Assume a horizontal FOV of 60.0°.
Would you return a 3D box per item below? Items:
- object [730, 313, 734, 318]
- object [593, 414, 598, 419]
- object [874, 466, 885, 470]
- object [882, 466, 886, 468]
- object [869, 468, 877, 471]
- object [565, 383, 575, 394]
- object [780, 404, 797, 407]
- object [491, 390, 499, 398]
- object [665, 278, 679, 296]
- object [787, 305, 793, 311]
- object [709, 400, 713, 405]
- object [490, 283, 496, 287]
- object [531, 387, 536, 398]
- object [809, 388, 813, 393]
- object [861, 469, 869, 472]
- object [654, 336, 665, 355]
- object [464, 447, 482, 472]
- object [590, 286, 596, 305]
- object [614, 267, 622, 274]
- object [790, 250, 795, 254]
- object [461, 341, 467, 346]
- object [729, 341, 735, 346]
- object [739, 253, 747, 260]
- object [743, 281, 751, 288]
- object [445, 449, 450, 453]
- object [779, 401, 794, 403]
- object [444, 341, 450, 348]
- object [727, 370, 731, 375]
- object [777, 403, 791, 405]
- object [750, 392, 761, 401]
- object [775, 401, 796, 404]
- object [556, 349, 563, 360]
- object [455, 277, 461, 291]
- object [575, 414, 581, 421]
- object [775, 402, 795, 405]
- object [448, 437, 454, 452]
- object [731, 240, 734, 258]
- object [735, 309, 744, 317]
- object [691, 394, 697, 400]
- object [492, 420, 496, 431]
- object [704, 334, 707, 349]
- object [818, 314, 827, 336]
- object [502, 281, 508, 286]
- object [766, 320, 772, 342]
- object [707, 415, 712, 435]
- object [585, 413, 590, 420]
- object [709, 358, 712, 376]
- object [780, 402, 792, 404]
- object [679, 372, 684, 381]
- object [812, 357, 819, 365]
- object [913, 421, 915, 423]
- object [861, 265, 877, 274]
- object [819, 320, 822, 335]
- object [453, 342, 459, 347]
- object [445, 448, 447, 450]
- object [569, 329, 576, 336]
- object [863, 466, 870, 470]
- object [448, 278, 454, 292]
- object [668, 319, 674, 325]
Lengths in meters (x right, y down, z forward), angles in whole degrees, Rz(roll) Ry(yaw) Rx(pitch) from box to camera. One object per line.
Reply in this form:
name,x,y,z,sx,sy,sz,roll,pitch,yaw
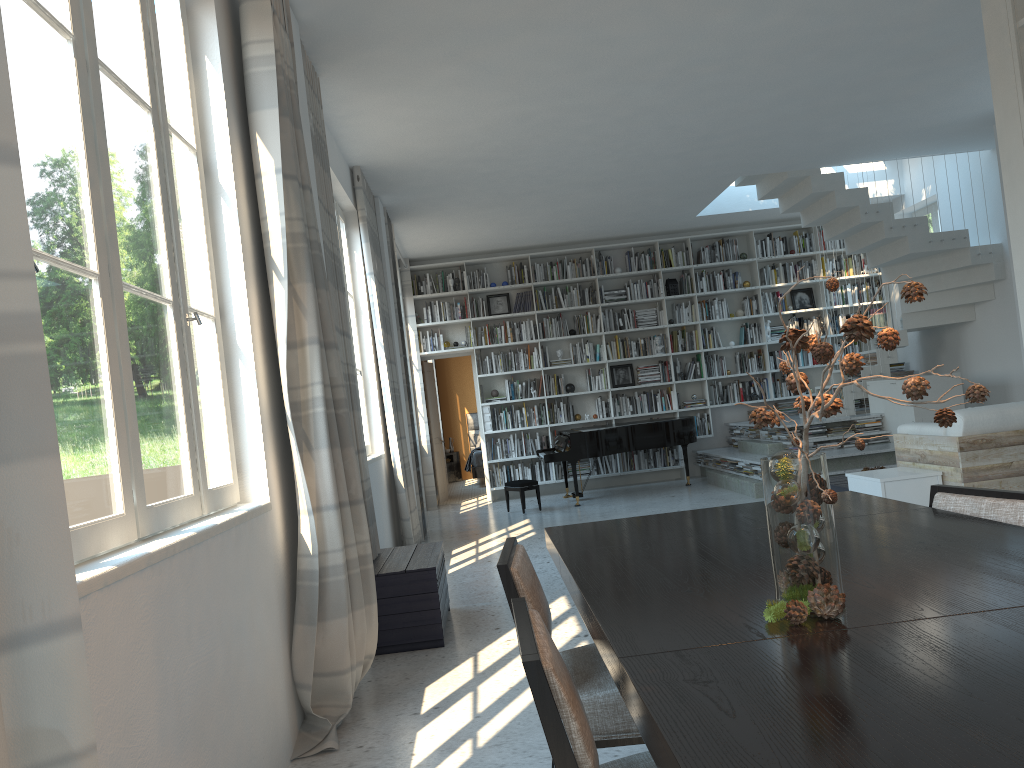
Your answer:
object,2.892,-0.894,11.671,0.068,0.068,0.068,-6,-1,-25
object,1.085,0.424,11.556,0.061,0.062,0.061,-5,-2,-43
object,3.228,0.766,7.768,0.097,0.102,0.099,-6,-2,-32
object,3.280,0.769,7.806,0.086,0.101,0.078,-6,-1,-28
object,3.138,0.774,7.693,0.108,0.108,0.094,-6,-2,-35
object,0.759,0.058,11.583,0.133,0.135,0.134,-5,-2,-43
object,3.625,0.286,11.710,0.254,0.006,0.161,-7,-2,-2
object,-0.223,0.126,11.546,0.105,0.106,0.105,-6,-1,-25
object,2.094,-1.263,11.606,0.135,0.248,0.135,-6,-1,-12
object,3.658,-0.994,11.698,0.091,0.092,0.091,-5,-2,-43
object,2.606,0.246,11.645,0.071,0.072,0.071,-5,-2,-43
object,-0.245,-1.280,11.562,0.082,0.083,0.082,-6,-1,-25
object,0.278,0.107,11.426,0.081,0.140,0.044,-6,-1,-18
object,3.941,0.094,11.712,0.071,0.072,0.071,-5,-2,-43
object,3.067,0.789,7.695,0.110,0.101,0.114,-6,-1,-20
object,1.907,-0.500,11.520,0.137,0.244,0.138,-6,-1,-37
object,-0.084,1.121,14.857,1.481,0.540,1.451,-7,-2,-3
object,1.053,-1.149,11.499,0.075,0.254,0.075,-6,-1,-23
object,1.387,-1.478,11.616,0.104,0.106,0.105,-6,-1,-25
object,3.686,-1.727,11.653,0.071,0.072,0.071,-5,-2,-43
object,-0.623,-0.530,11.530,0.071,0.072,0.071,-6,-1,-25
object,2.887,-0.526,11.641,0.071,0.072,0.071,-5,-2,-43
object,3.034,-1.668,11.628,0.104,0.105,0.104,-5,-2,-43
object,3.076,-1.302,11.628,0.100,0.101,0.100,-6,-1,-25
object,-1.143,1.188,15.662,0.118,0.061,0.118,-7,-2,5
object,3.623,0.237,11.700,0.285,0.005,0.159,-7,-2,3
object,-0.843,-0.513,11.493,0.087,0.088,0.087,-5,-2,-43
object,2.842,-0.149,11.666,0.071,0.072,0.071,-5,-2,-43
object,3.625,0.259,11.711,0.254,0.006,0.161,-7,-2,-2
object,3.153,0.160,11.519,0.160,0.114,0.064,-6,-1,-15
object,3.623,0.243,11.709,0.254,0.006,0.161,-7,-2,-1
object,0.623,-0.392,11.609,0.095,0.157,0.121,-7,-1,12
object,-0.699,-1.277,11.434,0.067,0.198,0.067,-7,-1,40
object,0.859,0.436,11.589,0.091,0.092,0.091,-6,-1,-25
object,3.624,0.253,11.711,0.254,0.006,0.161,-7,-2,-2
object,-1.082,1.080,15.766,0.091,0.268,0.091,-8,-1,44
object,2.906,-1.748,11.723,0.006,0.297,0.129,-7,-1,-2
object,3.003,-0.928,11.699,0.111,0.113,0.111,-6,-1,-25
object,2.374,0.168,11.558,0.071,0.072,0.071,-5,-2,-43
object,-0.234,0.532,11.418,0.045,0.146,0.045,-7,-1,36
object,2.533,-0.552,11.681,0.013,0.208,0.140,-7,-1,-2
object,4.063,-0.769,11.595,0.087,0.288,0.075,-7,-1,33
object,-0.089,-1.298,11.568,0.082,0.083,0.082,-6,-1,-25
object,3.337,-0.686,11.548,0.087,0.288,0.075,-7,-1,33
object,2.573,0.529,11.578,0.011,0.260,0.142,-7,-1,-2
object,0.981,0.420,11.528,0.060,0.095,0.078,-7,-1,15
object,2.599,-0.218,11.693,0.007,0.266,0.135,-7,-1,-2
object,3.624,0.248,11.712,0.285,0.005,0.159,-7,-2,-2
object,2.201,-0.100,11.498,0.054,0.113,0.079,-7,-1,-4
object,4.001,-0.304,11.700,0.115,0.116,0.115,-6,-1,-25
object,3.473,0.501,7.467,0.309,0.521,0.435,-7,-1,28
object,4.686,-1.506,11.647,0.204,0.137,0.095,-7,-1,14
object,4.064,-0.729,11.733,0.022,0.211,0.179,-7,-1,-2
object,-0.729,-0.517,11.546,0.071,0.072,0.071,-6,-1,-25
object,-1.212,1.177,15.775,0.106,0.103,0.106,-7,-1,5
object,0.788,-0.668,11.580,0.097,0.098,0.097,-5,-2,-43
object,3.111,0.772,7.765,0.090,0.106,0.097,-7,-1,19
object,-0.780,-1.267,11.431,0.067,0.198,0.067,-7,-1,40
object,2.077,-0.809,11.568,0.071,0.072,0.071,-5,-2,-43
